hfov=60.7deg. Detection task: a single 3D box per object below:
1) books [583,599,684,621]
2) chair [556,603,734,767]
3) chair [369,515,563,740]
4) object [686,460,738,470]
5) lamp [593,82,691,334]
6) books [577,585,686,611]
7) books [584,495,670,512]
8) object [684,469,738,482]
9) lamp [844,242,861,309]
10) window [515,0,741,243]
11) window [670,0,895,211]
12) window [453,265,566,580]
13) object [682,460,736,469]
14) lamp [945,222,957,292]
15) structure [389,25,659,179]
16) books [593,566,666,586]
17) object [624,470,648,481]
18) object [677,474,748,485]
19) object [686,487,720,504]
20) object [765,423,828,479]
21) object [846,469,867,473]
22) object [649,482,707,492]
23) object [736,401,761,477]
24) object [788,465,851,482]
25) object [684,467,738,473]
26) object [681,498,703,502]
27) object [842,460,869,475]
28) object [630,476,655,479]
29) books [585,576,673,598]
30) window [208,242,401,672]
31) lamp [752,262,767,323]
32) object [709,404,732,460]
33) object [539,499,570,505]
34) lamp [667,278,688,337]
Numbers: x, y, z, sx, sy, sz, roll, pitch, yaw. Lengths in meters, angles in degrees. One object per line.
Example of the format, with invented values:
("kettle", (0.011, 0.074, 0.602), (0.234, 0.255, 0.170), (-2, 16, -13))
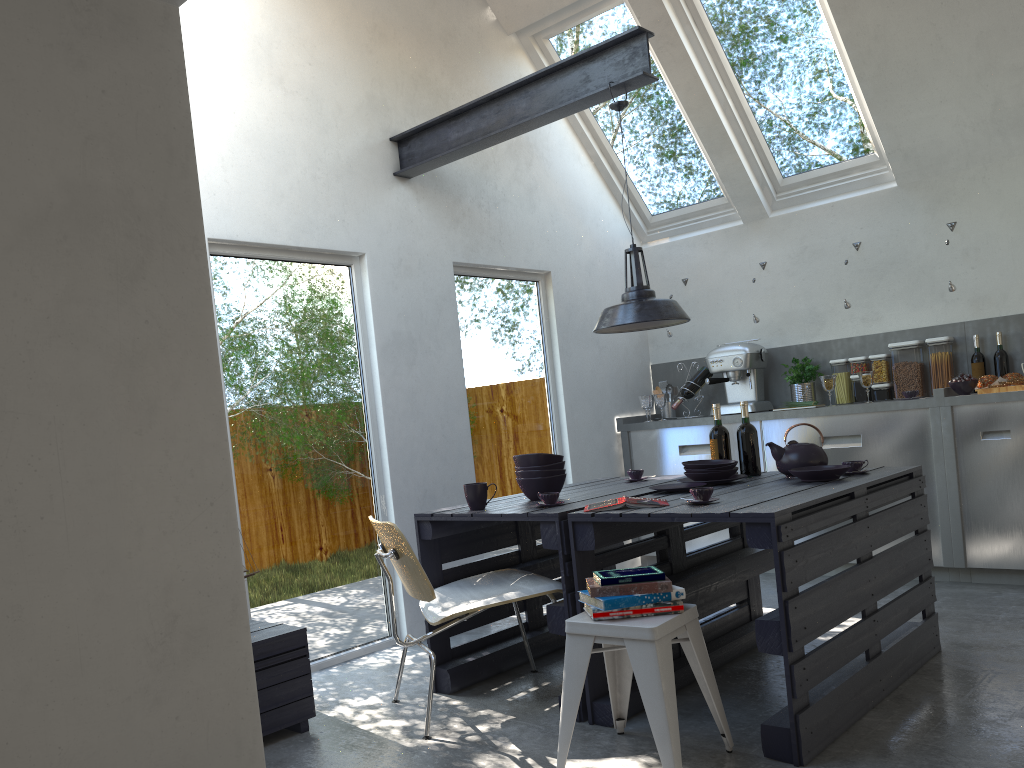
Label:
("books", (0.388, 0.720, 2.849), (0.285, 0.035, 0.197), (-6, -2, 0))
("chair", (0.413, 0.991, 2.841), (0.447, 0.505, 0.410), (-6, 0, 37))
("chair", (-0.160, 0.915, 3.585), (0.747, 0.820, 0.719), (-5, 0, -18))
("object", (0.875, 0.376, 3.846), (0.214, 0.063, 0.244), (-4, -3, -43))
("lamp", (0.527, -0.804, 3.942), (0.460, 1.098, 0.402), (-4, 2, 42))
("books", (0.385, 0.686, 2.848), (0.276, 0.033, 0.204), (-5, -2, -16))
("books", (0.426, 0.444, 3.285), (0.313, 0.030, 0.217), (-6, -2, 11))
("object", (0.875, 0.404, 3.845), (0.226, 0.047, 0.232), (-5, -2, -7))
("lamp", (2.122, -0.683, 5.479), (0.064, 0.438, 0.311), (-4, 1, 42))
("window", (0.856, -1.767, 5.956), (0.887, 1.398, 1.390), (-5, 0, 42))
("window", (1.623, -1.880, 5.241), (0.887, 1.391, 1.383), (-5, 0, 42))
("window", (-0.002, 0.334, 5.623), (0.063, 2.131, 0.921), (-4, 2, 42))
("object", (0.867, 0.365, 3.848), (0.244, 0.058, 0.214), (-8, -3, 42))
("lamp", (2.561, -0.744, 5.081), (0.062, 0.436, 0.319), (-4, 1, 31))
("structure", (-0.390, -1.303, 4.707), (2.691, 0.209, 0.127), (-8, -1, 42))
("books", (0.378, 0.625, 2.848), (0.205, 0.025, 0.144), (-6, -2, 0))
("object", (0.621, 0.458, 4.387), (0.123, 0.056, 0.109), (-7, -2, 30))
("object", (0.879, 0.425, 3.847), (0.286, 0.024, 0.305), (-5, -3, -16))
("object", (0.681, 0.398, 3.132), (0.109, 0.056, 0.124), (-4, -2, -40))
("object", (1.246, 0.287, 3.782), (0.226, 0.233, 0.204), (-6, 0, 44))
("object", (1.423, 0.362, 3.603), (0.124, 0.013, 0.029), (-4, -2, -35))
("object", (0.695, 0.435, 3.667), (0.219, 0.019, 0.250), (-3, -3, -43))
("object", (1.082, 0.251, 4.018), (0.089, 0.345, 0.093), (-6, 1, -15))
("object", (1.240, 0.362, 3.524), (0.226, 0.047, 0.232), (-5, -2, -7))
("object", (0.875, 0.389, 3.843), (0.214, 0.063, 0.243), (-4, -3, -43))
("object", (0.642, 0.419, 3.148), (0.026, 0.013, 0.138), (-5, -3, -24))
("object", (1.421, 0.347, 3.644), (0.123, 0.056, 0.109), (-7, -2, 35))
("object", (0.658, 0.472, 4.407), (0.138, 0.013, 0.026), (-7, -2, 21))
("books", (0.377, 0.654, 2.851), (0.258, 0.032, 0.172), (-6, -2, 5))
("window", (-1.050, 0.387, 4.459), (0.063, 2.131, 0.921), (-4, 2, 42))
("lamp", (1.673, -0.622, 5.897), (0.062, 0.436, 0.319), (-4, 1, 31))
("object", (0.975, 0.265, 4.105), (0.089, 0.345, 0.093), (-6, 1, -10))
("object", (0.174, 0.485, 3.593), (0.129, 0.013, 0.028), (-5, -2, -8))
("lamp", (1.194, -0.555, 6.332), (0.064, 0.438, 0.311), (-4, 1, 42))
